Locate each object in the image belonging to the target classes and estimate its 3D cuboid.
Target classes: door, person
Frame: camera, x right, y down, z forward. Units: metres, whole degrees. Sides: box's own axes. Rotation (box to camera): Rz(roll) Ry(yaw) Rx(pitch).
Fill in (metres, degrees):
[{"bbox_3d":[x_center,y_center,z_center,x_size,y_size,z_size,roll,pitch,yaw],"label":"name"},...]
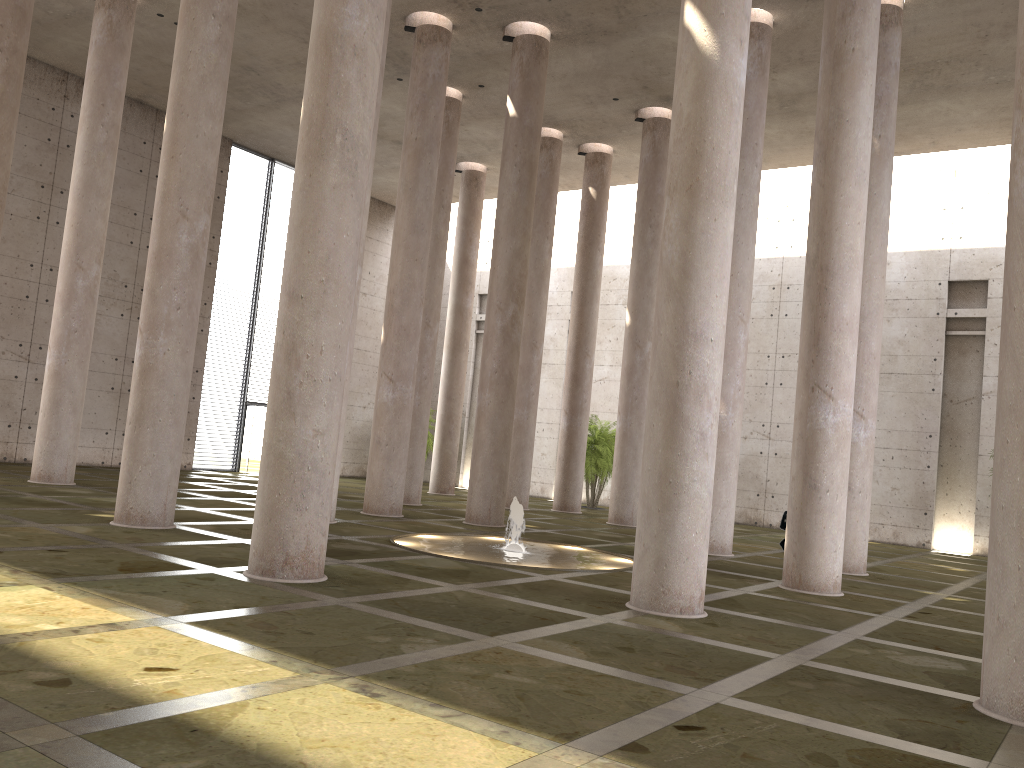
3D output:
[{"bbox_3d":[-8.456,1.811,29.562,0.761,2.300,2.132,4,-4,15],"label":"door"},{"bbox_3d":[6.063,2.637,18.631,0.898,1.851,0.001,3,-5,35],"label":"person"}]

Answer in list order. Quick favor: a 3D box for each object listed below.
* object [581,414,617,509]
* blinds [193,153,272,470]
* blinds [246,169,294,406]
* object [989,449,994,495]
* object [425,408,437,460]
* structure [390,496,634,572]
[{"bbox_3d":[2.645,2.502,28.021,2.151,3.126,2.290,4,-4,18],"label":"object"},{"bbox_3d":[-9.033,-2.306,28.601,0.202,10.110,1.676,3,-5,35],"label":"blinds"},{"bbox_3d":[-7.863,-3.192,30.095,0.202,7.905,1.676,3,-5,35],"label":"blinds"},{"bbox_3d":[12.669,2.870,20.969,2.483,3.247,2.333,7,-4,-16],"label":"object"},{"bbox_3d":[-3.900,2.135,32.717,2.483,3.247,2.333,2,-5,38],"label":"object"},{"bbox_3d":[0.064,2.415,14.024,3.913,1.279,3.916,5,-4,8],"label":"structure"}]
